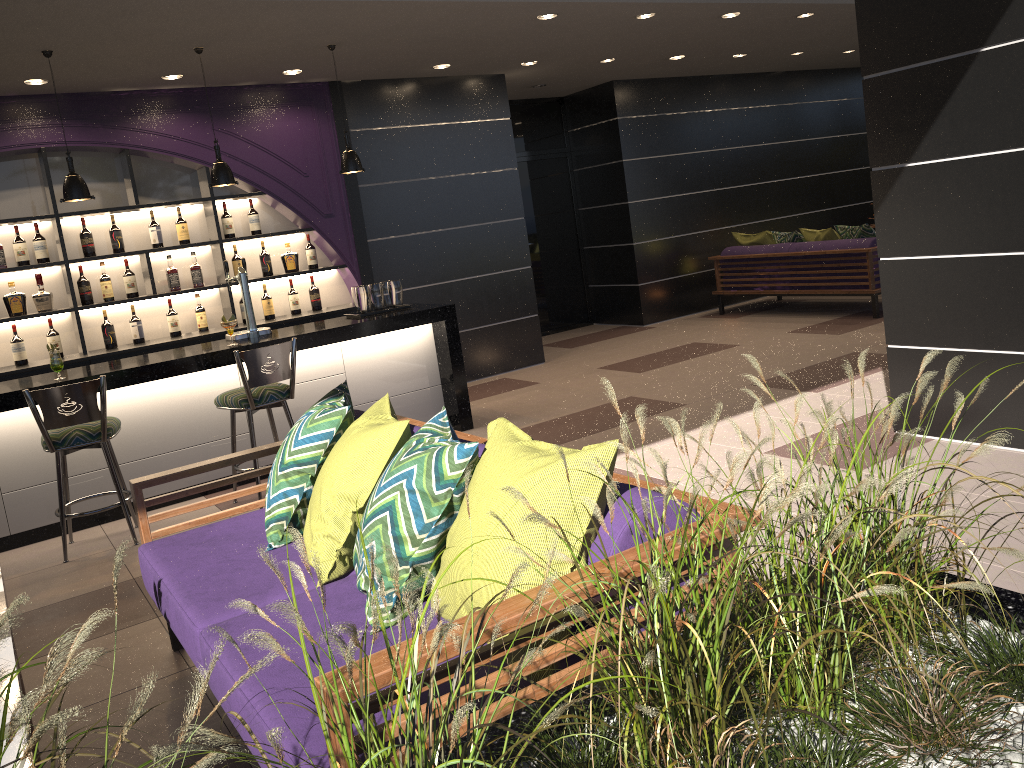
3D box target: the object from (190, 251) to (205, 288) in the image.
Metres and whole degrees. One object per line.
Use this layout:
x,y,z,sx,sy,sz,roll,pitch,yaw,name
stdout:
-2.486,-0.900,6.961,0.083,0.279,0.083,-10,8,-11,object

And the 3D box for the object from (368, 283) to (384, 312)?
-0.977,-0.623,6.408,0.106,0.207,0.106,-12,9,-26,object

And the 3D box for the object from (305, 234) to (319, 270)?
-1.692,-1.112,7.437,0.086,0.296,0.087,-6,8,18,object

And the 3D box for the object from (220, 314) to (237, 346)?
-1.769,-0.340,5.553,0.106,0.196,0.106,-9,8,-3,object

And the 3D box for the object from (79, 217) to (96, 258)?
-3.151,-1.084,6.553,0.086,0.296,0.087,-6,8,18,object

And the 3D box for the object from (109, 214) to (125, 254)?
-2.981,-1.127,6.657,0.086,0.295,0.087,-6,8,18,object

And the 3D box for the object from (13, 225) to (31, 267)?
-3.530,-0.990,6.351,0.086,0.296,0.087,-6,8,18,object

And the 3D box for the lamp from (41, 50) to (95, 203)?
-2.624,-1.501,5.171,0.162,0.858,0.164,-7,7,11,lamp

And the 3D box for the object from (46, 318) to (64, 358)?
-3.328,-0.331,6.424,0.086,0.296,0.087,-6,8,18,object

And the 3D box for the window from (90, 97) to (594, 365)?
-3.841,-0.787,7.447,11.613,2.739,1.946,-15,10,-31,window

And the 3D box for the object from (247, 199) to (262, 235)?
-2.104,-1.358,7.205,0.086,0.295,0.087,-6,8,18,object

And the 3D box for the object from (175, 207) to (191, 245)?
-2.579,-1.232,6.910,0.086,0.296,0.087,-6,8,18,object

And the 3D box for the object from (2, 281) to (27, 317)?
-3.528,-0.602,6.278,0.152,0.246,0.094,-13,9,-29,object

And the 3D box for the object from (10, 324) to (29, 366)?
-3.510,-0.278,6.286,0.086,0.295,0.087,-6,8,18,object

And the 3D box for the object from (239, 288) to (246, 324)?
-2.157,-0.638,7.156,0.086,0.295,0.087,-6,8,18,object

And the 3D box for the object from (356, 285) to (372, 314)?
-1.051,-0.593,6.305,0.106,0.207,0.106,-12,9,-26,object

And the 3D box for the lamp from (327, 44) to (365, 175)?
-1.166,-1.882,6.073,0.162,0.858,0.164,-7,7,11,lamp

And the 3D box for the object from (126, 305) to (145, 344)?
-2.857,-0.462,6.719,0.087,0.313,0.104,-12,8,-26,object

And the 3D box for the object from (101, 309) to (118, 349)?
-3.014,-0.409,6.603,0.086,0.295,0.087,-6,8,18,object

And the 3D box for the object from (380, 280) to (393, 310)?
-0.909,-0.655,6.523,0.106,0.207,0.106,-12,9,-26,object

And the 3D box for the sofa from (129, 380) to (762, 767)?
-0.412,0.545,2.731,1.126,0.912,2.132,-14,11,-31,sofa

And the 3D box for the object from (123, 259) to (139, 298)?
-2.893,-0.798,6.694,0.086,0.296,0.087,-6,8,18,object

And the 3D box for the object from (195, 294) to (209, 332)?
-2.470,-0.567,7.015,0.081,0.297,0.080,-12,8,-28,object

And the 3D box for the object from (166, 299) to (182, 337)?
-2.633,-0.515,6.867,0.086,0.296,0.087,-6,8,18,object

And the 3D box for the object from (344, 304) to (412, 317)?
-0.974,-0.534,6.445,0.439,0.018,0.273,-15,12,-31,object

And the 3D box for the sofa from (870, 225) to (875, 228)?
5.492,-1.818,10.727,1.126,0.912,2.132,-14,11,-31,sofa

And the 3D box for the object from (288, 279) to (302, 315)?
-1.820,-0.728,7.370,0.086,0.296,0.087,-6,8,18,object

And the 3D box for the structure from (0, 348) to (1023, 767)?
-1.639,-0.632,3.946,24.870,3.098,7.838,-15,12,-31,structure

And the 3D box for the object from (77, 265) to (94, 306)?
-3.156,-0.728,6.526,0.086,0.296,0.087,-6,8,18,object

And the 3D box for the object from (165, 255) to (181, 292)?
-2.645,-0.863,6.885,0.084,0.279,0.083,-13,9,-31,object

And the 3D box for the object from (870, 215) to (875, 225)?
4.304,-1.900,10.147,0.426,0.522,0.433,-10,9,-14,object

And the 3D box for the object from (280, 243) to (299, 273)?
-1.839,-1.044,7.323,0.152,0.246,0.094,-10,8,-12,object

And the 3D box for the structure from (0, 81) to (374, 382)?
-3.187,-0.685,6.403,4.657,2.740,0.531,-14,9,-31,structure

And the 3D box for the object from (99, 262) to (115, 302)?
-3.043,-0.766,6.628,0.081,0.297,0.080,-12,8,-28,object

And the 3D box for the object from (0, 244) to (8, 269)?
-3.636,-0.947,6.249,0.084,0.279,0.083,-13,9,-31,object

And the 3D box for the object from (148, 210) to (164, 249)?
-2.747,-1.197,6.805,0.087,0.313,0.104,-12,8,-26,object

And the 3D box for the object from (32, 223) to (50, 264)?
-3.412,-1.015,6.396,0.086,0.295,0.087,-6,8,18,object

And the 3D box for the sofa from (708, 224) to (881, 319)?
3.291,-1.266,9.488,1.126,0.912,2.132,-14,11,-31,sofa

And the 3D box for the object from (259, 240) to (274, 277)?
-2.011,-1.022,7.210,0.086,0.295,0.087,-6,8,18,object

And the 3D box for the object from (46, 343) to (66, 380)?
-2.596,-0.131,5.040,0.068,0.209,0.069,-2,10,41,object

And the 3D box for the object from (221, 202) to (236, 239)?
-2.286,-1.312,7.100,0.086,0.296,0.087,-6,8,18,object

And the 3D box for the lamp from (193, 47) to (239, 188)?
-1.907,-1.688,5.615,0.162,0.858,0.164,-7,7,11,lamp

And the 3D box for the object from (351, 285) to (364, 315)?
-1.099,-0.604,6.402,0.106,0.207,0.106,-12,9,-26,object

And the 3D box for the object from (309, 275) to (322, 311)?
-1.664,-0.766,7.453,0.086,0.296,0.087,-6,8,18,object

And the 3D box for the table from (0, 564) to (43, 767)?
-1.596,1.040,1.998,0.947,0.549,2.042,-14,12,-30,table

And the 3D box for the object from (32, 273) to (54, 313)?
-3.387,-0.657,6.378,0.124,0.277,0.124,-11,8,-17,object

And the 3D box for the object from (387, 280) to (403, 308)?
-0.842,-0.647,6.430,0.106,0.207,0.106,-12,9,-26,object

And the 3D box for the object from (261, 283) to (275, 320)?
-2.000,-0.673,7.227,0.086,0.296,0.087,-6,8,18,object

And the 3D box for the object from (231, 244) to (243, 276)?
-2.199,-0.972,7.092,0.086,0.296,0.087,-6,8,18,object
